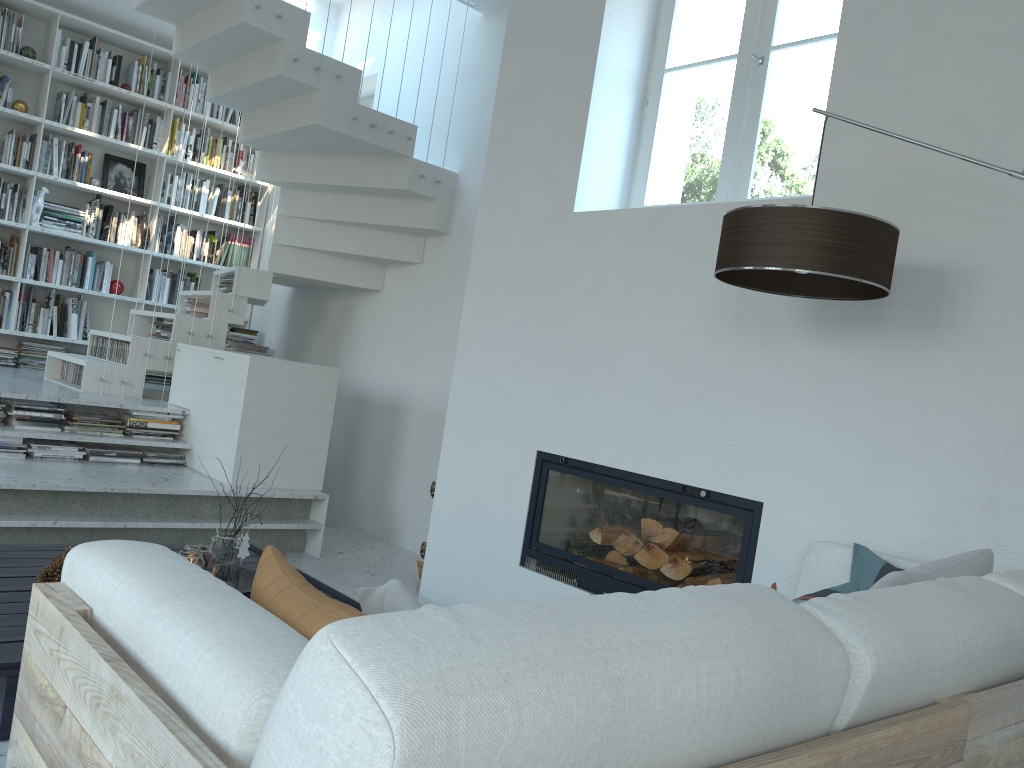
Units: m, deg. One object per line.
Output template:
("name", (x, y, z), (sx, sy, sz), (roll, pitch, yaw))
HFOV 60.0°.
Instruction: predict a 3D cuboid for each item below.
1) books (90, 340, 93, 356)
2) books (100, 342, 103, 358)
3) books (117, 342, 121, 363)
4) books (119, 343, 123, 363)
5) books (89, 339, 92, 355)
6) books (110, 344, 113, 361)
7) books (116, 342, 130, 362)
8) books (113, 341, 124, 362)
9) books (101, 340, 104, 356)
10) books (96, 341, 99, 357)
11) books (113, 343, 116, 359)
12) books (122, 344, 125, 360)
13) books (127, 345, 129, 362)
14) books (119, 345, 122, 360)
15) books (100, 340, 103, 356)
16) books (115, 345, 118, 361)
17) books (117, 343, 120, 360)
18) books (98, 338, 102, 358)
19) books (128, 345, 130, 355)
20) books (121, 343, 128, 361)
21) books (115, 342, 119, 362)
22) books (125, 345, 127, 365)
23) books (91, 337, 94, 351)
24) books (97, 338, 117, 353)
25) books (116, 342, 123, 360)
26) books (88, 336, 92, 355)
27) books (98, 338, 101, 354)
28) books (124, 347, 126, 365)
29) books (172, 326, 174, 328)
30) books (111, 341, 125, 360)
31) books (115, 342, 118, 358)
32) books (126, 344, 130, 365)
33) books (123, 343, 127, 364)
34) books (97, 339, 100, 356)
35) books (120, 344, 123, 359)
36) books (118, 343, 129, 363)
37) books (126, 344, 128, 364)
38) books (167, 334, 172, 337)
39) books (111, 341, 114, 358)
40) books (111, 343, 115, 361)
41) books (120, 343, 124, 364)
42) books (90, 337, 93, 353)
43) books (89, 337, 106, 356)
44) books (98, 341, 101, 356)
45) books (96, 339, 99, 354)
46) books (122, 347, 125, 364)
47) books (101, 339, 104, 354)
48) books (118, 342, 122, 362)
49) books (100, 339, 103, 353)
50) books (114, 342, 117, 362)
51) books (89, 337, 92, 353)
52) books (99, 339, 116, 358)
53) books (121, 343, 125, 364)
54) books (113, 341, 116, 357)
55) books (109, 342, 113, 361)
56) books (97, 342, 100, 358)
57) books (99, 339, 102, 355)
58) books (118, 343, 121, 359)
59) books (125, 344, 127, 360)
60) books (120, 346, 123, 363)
("books", (-2.691, -0.239, 5.816), (0.125, 0.125, 0.008), (9, 1, -41))
("books", (-2.551, -0.217, 5.655), (0.125, 0.125, 0.007), (9, 1, -41))
("books", (-2.330, -0.183, 5.401), (0.125, 0.125, 0.009), (9, 1, -41))
("books", (-2.306, -0.180, 5.374), (0.125, 0.125, 0.008), (9, 1, -41))
("books", (-2.706, -0.241, 5.833), (0.125, 0.125, 0.009), (9, 1, -41))
("books", (-2.420, -0.197, 5.505), (0.125, 0.125, 0.009), (9, 1, -41))
("books", (-2.342, -0.185, 5.415), (0.125, 0.125, 0.008), (9, 1, -41))
("books", (-2.380, -0.191, 5.458), (0.125, 0.125, 0.007), (9, 1, -41))
("books", (-2.541, -0.216, 5.644), (0.125, 0.125, 0.008), (9, 1, -41))
("books", (-2.606, -0.226, 5.719), (0.125, 0.125, 0.007), (9, 1, -41))
("books", (-2.385, -0.192, 5.464), (0.125, 0.125, 0.009), (9, 1, -41))
("books", (-2.276, -0.175, 5.339), (0.125, 0.125, 0.007), (9, 1, -41))
("books", (-2.222, -0.165, 5.277), (0.125, 0.123, 0.036), (9, 1, -41))
("books", (-2.311, -0.180, 5.379), (0.125, 0.125, 0.008), (9, 1, -41))
("books", (-2.556, -0.218, 5.660), (0.125, 0.125, 0.007), (9, 1, -41))
("books", (-2.358, -0.187, 5.433), (0.125, 0.125, 0.009), (9, 1, -41))
("books", (-2.336, -0.184, 5.408), (0.125, 0.125, 0.010), (9, 1, -41))
("books", (-2.576, -0.221, 5.683), (0.125, 0.125, 0.008), (9, 1, -41))
("books", (-2.212, -0.164, 5.266), (0.125, 0.123, 0.034), (9, 1, -41))
("books", (-2.286, -0.176, 5.350), (0.125, 0.125, 0.008), (9, 1, -41))
("books", (-2.352, -0.187, 5.427), (0.125, 0.125, 0.007), (9, 1, -41))
("books", (-2.243, -0.168, 5.300), (0.125, 0.123, 0.036), (9, 1, -41))
("books", (-2.686, -0.238, 5.810), (0.125, 0.125, 0.009), (9, 1, -41))
("books", (-2.601, -0.225, 5.712), (0.125, 0.125, 0.009), (9, 1, -41))
("books", (-2.347, -0.186, 5.421), (0.125, 0.125, 0.008), (9, 1, -41))
("books", (-2.716, -0.242, 5.845), (0.125, 0.125, 0.008), (9, 1, -41))
("books", (-2.586, -0.222, 5.695), (0.125, 0.125, 0.008), (9, 1, -41))
("books", (-2.253, -0.170, 5.313), (0.125, 0.123, 0.034), (9, 1, -41))
("books", (-2.049, -0.342, 5.580), (0.169, 0.014, 0.212), (9, 0, -21))
("books", (-2.407, -0.195, 5.490), (0.125, 0.125, 0.009), (9, 1, -41))
("books", (-2.367, -0.189, 5.443), (0.125, 0.125, 0.018), (9, 1, -41))
("books", (-2.228, -0.166, 5.283), (0.125, 0.123, 0.035), (9, 1, -41))
("books", (-2.265, -0.173, 5.326), (0.125, 0.125, 0.011), (9, 1, -41))
("books", (-2.596, -0.224, 5.707), (0.125, 0.125, 0.009), (9, 1, -41))
("books", (-2.301, -0.179, 5.368), (0.125, 0.125, 0.010), (9, 1, -41))
("books", (-2.315, -0.181, 5.384), (0.125, 0.125, 0.008), (9, 1, -41))
("books", (-2.233, -0.167, 5.289), (0.125, 0.123, 0.034), (9, 1, -41))
("books", (-2.068, -0.293, 5.576), (0.172, 0.019, 0.239), (9, 0, -16))
("books", (-2.414, -0.196, 5.497), (0.125, 0.125, 0.011), (9, 1, -41))
("books", (-2.400, -0.194, 5.482), (0.125, 0.125, 0.016), (9, 1, -41))
("books", (-2.291, -0.177, 5.356), (0.125, 0.125, 0.008), (9, 1, -41))
("books", (-2.696, -0.239, 5.821), (0.125, 0.125, 0.007), (9, 1, -41))
("books", (-2.701, -0.240, 5.827), (0.125, 0.125, 0.008), (9, 1, -41))
("books", (-2.581, -0.222, 5.690), (0.125, 0.125, 0.008), (9, 1, -41))
("books", (-2.612, -0.226, 5.725), (0.125, 0.125, 0.010), (9, 1, -41))
("books", (-2.271, -0.174, 5.333), (0.125, 0.125, 0.008), (9, 1, -41))
("books", (-2.546, -0.216, 5.649), (0.125, 0.125, 0.008), (9, 1, -41))
("books", (-2.320, -0.182, 5.390), (0.125, 0.125, 0.007), (9, 1, -41))
("books", (-2.560, -0.219, 5.666), (0.125, 0.125, 0.007), (9, 1, -41))
("books", (-2.373, -0.190, 5.451), (0.125, 0.125, 0.012), (9, 1, -41))
("books", (-2.711, -0.242, 5.839), (0.125, 0.125, 0.008), (9, 1, -41))
("books", (-2.565, -0.219, 5.671), (0.125, 0.125, 0.008), (9, 1, -41))
("books", (-2.281, -0.176, 5.345), (0.125, 0.125, 0.008), (9, 1, -41))
("books", (-2.391, -0.192, 5.471), (0.125, 0.125, 0.013), (9, 1, -41))
("books", (-2.427, -0.198, 5.512), (0.125, 0.125, 0.013), (9, 1, -41))
("books", (-2.591, -0.223, 5.700), (0.125, 0.125, 0.007), (9, 1, -41))
("books", (-2.571, -0.220, 5.678), (0.125, 0.125, 0.008), (9, 1, -41))
("books", (-2.325, -0.182, 5.395), (0.125, 0.125, 0.007), (9, 1, -41))
("books", (-2.248, -0.169, 5.307), (0.125, 0.123, 0.035), (9, 1, -41))
("books", (-2.297, -0.178, 5.363), (0.125, 0.125, 0.010), (9, 1, -41))
